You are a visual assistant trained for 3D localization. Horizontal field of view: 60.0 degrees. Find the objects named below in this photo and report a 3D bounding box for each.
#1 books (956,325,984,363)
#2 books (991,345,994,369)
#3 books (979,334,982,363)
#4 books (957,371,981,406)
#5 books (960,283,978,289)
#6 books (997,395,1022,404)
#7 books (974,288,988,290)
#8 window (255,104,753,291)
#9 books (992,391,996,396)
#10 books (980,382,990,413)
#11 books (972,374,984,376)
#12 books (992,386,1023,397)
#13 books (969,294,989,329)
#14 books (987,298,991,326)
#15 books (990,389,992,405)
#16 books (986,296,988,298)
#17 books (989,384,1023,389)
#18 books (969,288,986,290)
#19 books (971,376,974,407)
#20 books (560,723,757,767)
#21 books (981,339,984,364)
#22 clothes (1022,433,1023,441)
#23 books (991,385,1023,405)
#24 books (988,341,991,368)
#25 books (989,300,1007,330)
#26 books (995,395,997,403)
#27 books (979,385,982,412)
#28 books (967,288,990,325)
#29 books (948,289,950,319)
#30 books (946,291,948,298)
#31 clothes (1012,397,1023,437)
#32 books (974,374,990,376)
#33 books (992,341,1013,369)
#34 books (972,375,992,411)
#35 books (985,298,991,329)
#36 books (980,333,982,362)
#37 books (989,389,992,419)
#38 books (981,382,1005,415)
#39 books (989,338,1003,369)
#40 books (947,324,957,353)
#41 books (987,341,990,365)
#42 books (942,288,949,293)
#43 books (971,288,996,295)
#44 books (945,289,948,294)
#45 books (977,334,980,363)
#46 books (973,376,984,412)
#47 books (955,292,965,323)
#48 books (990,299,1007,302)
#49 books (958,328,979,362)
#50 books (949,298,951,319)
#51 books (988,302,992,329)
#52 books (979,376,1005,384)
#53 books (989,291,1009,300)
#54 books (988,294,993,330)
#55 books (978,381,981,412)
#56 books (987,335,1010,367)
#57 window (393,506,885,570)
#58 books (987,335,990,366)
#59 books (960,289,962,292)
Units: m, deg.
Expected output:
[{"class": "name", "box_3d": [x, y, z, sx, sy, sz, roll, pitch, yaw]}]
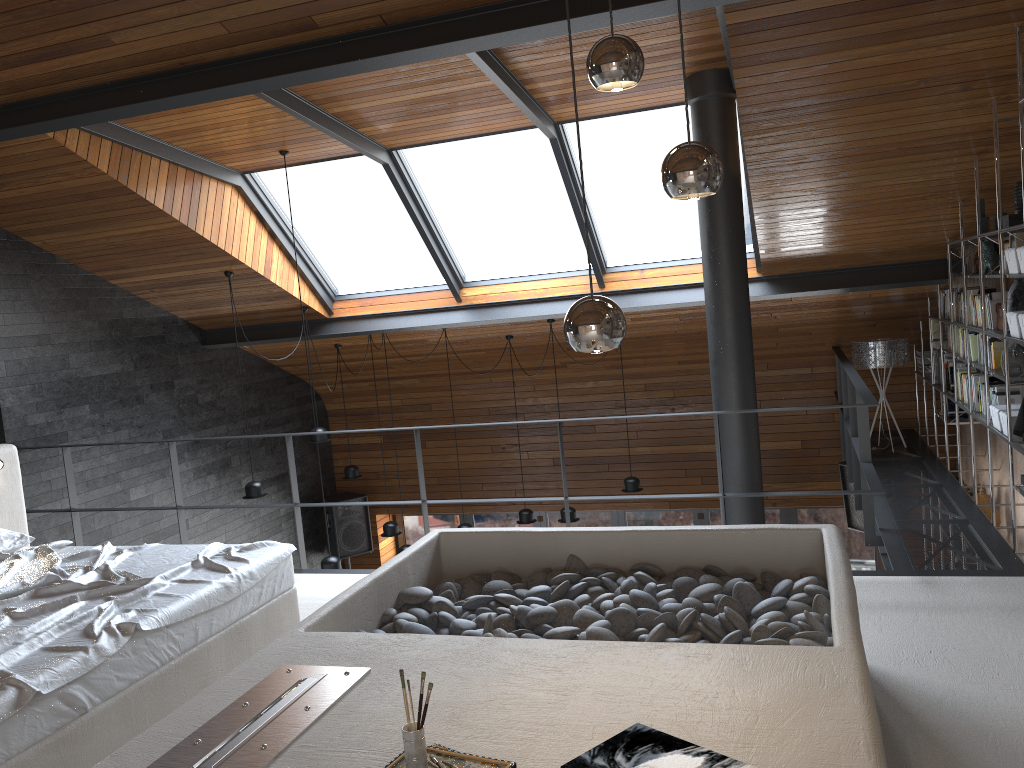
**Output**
[{"class": "books", "box_3d": [3.256, -0.290, 6.188, 0.138, 0.212, 1.041, -4, 5, 18]}, {"class": "books", "box_3d": [3.031, -0.171, 5.462, 0.131, 0.147, 0.045, -4, 5, 18]}, {"class": "books", "box_3d": [3.166, -0.238, 5.825, 0.169, 0.189, 0.018, -4, 5, 18]}, {"class": "books", "box_3d": [3.313, 0.028, 6.366, 0.139, 0.211, 0.467, -4, 5, 18]}, {"class": "books", "box_3d": [3.331, -0.596, 6.441, 0.143, 0.268, 0.020, -4, 5, 18]}, {"class": "books", "box_3d": [3.053, 0.152, 5.435, 0.130, 0.166, 0.046, -4, 5, 18]}, {"class": "books", "box_3d": [3.170, -0.528, 6.041, 0.148, 0.232, 0.053, -4, 5, 18]}, {"class": "window", "box_3d": [-0.075, -1.443, 7.199, 3.818, 1.031, 1.213, -4, 5, 18]}, {"class": "books", "box_3d": [3.086, 0.132, 5.521, 0.160, 0.187, 0.060, -4, 5, 18]}, {"class": "books", "box_3d": [3.177, 0.086, 5.861, 0.137, 0.201, 0.047, -4, 5, 18]}, {"class": "books", "box_3d": [3.262, 0.042, 6.145, 0.117, 0.220, 0.054, -4, 5, 18]}, {"class": "books", "box_3d": [3.120, 0.118, 5.552, 0.192, 0.202, 0.055, -4, 5, 18]}, {"class": "books", "box_3d": [3.067, -0.473, 5.708, 0.139, 0.206, 0.498, -4, 5, 18]}, {"class": "books", "box_3d": [2.996, -0.439, 5.438, 0.127, 0.192, 0.079, -4, 5, 18]}, {"class": "books", "box_3d": [3.111, 0.123, 5.582, 0.169, 0.188, 0.058, -4, 5, 18]}, {"class": "books", "box_3d": [3.025, -0.453, 5.462, 0.170, 0.209, 0.082, -4, 5, 17]}, {"class": "books", "box_3d": [3.142, 0.108, 5.613, 0.207, 0.205, 0.053, -4, 5, 18]}, {"class": "books", "box_3d": [3.196, -0.534, 6.064, 0.143, 0.236, 0.062, -4, 5, 18]}, {"class": "books", "box_3d": [3.264, 0.047, 6.124, 0.155, 0.215, 0.055, -4, 5, 18]}, {"class": "books", "box_3d": [0.317, 0.833, 1.908, 0.260, 0.019, 0.347, -10, 7, -40]}, {"class": "books", "box_3d": [3.118, -0.215, 5.747, 0.130, 0.169, 0.010, -4, 5, 18]}, {"class": "clothes", "box_3d": [2.578, 0.261, 4.006, 0.488, 0.586, 0.074, -4, 5, 11]}, {"class": "books", "box_3d": [3.119, 0.115, 5.565, 0.191, 0.205, 0.055, -4, 5, 18]}, {"class": "books", "box_3d": [3.049, -0.187, 5.517, 0.148, 0.167, 0.053, -4, 5, 18]}, {"class": "books", "box_3d": [2.963, -0.419, 5.370, 0.112, 0.169, 0.068, -4, 5, 18]}, {"class": "books", "box_3d": [3.070, 0.143, 5.472, 0.148, 0.175, 0.046, -4, 5, 18]}, {"class": "books", "box_3d": [3.173, 0.095, 5.876, 0.131, 0.180, 0.042, -4, 5, 18]}, {"class": "books", "box_3d": [3.156, -0.523, 5.995, 0.148, 0.232, 0.053, -4, 5, 18]}, {"class": "books", "box_3d": [3.401, -0.616, 6.746, 0.148, 0.229, 0.073, -4, 5, 18]}, {"class": "books", "box_3d": [3.471, -0.625, 6.928, 0.137, 0.213, 0.068, -4, 5, 18]}, {"class": "clothes", "box_3d": [2.634, 0.240, 4.184, 0.488, 0.586, 0.074, -4, 5, 11]}, {"class": "books", "box_3d": [3.213, 0.053, 5.997, 0.143, 0.236, 0.062, -4, 5, 18]}, {"class": "books", "box_3d": [3.028, -0.178, 5.446, 0.129, 0.165, 0.056, -4, 5, 18]}, {"class": "books", "box_3d": [3.188, 0.059, 5.974, 0.148, 0.232, 0.053, -4, 5, 18]}, {"class": "books", "box_3d": [2.992, -0.440, 5.451, 0.127, 0.192, 0.079, -4, 5, 18]}, {"class": "books", "box_3d": [3.174, -0.246, 5.807, 0.191, 0.207, 0.012, -4, 5, 18]}, {"class": "books", "box_3d": [3.104, 0.121, 5.614, 0.148, 0.189, 0.053, -4, 5, 18]}, {"class": "books", "box_3d": [3.138, 0.101, 5.741, 0.136, 0.210, 0.273, -4, 5, 18]}, {"class": "books", "box_3d": [3.026, -0.192, 5.479, 0.129, 0.186, 0.050, -4, 5, 18]}, {"class": "books", "box_3d": [3.432, -0.361, 6.789, 0.130, 0.216, 0.311, -4, 5, 18]}, {"class": "books", "box_3d": [3.046, -0.189, 5.533, 0.130, 0.167, 0.046, -4, 5, 18]}, {"class": "books", "box_3d": [3.555, -0.664, 7.170, 0.143, 0.233, 0.081, -4, 5, 18]}, {"class": "books", "box_3d": [3.175, -0.521, 5.952, 0.148, 0.232, 0.053, -4, 5, 18]}, {"class": "books", "box_3d": [3.474, -0.635, 6.977, 0.122, 0.227, 0.076, -4, 5, 18]}, {"class": "books", "box_3d": [3.159, -0.241, 5.857, 0.148, 0.190, 0.013, -4, 5, 18]}, {"class": "books", "box_3d": [3.174, 0.064, 5.928, 0.148, 0.232, 0.053, -4, 5, 18]}, {"class": "books", "box_3d": [3.271, -0.554, 6.333, 0.131, 0.216, 0.509, -4, 5, 18]}, {"class": "books", "box_3d": [2.972, -0.423, 5.378, 0.117, 0.176, 0.074, -4, 5, 18]}, {"class": "books", "box_3d": [3.230, -0.282, 6.173, 0.139, 0.208, 0.494, -4, 5, 18]}, {"class": "books", "box_3d": [3.388, -0.611, 6.702, 0.148, 0.229, 0.073, -4, 5, 18]}, {"class": "books", "box_3d": [2.987, -0.423, 5.424, 0.119, 0.166, 0.072, -4, 5, 18]}, {"class": "books", "box_3d": [3.192, 0.066, 5.885, 0.148, 0.232, 0.053, -4, 5, 18]}, {"class": "books", "box_3d": [3.005, -0.457, 5.380, 0.177, 0.209, 0.082, -4, 5, 18]}, {"class": "books", "box_3d": [2.995, -0.445, 5.390, 0.161, 0.215, 0.092, -4, 5, 18]}, {"class": "books", "box_3d": [3.189, 0.079, 5.898, 0.149, 0.205, 0.049, -4, 5, 18]}, {"class": "books", "box_3d": [3.080, -0.209, 5.585, 0.148, 0.190, 0.013, -4, 5, 18]}, {"class": "window", "box_3d": [1.301, 2.082, 10.491, 5.936, 1.521, 0.101, -4, 5, 18]}, {"class": "books", "box_3d": [3.092, -0.215, 5.613, 0.146, 0.195, 0.023, -4, 5, 18]}, {"class": "books", "box_3d": [3.310, -0.575, 6.434, 0.129, 0.231, 0.010, -4, 5, 18]}]
